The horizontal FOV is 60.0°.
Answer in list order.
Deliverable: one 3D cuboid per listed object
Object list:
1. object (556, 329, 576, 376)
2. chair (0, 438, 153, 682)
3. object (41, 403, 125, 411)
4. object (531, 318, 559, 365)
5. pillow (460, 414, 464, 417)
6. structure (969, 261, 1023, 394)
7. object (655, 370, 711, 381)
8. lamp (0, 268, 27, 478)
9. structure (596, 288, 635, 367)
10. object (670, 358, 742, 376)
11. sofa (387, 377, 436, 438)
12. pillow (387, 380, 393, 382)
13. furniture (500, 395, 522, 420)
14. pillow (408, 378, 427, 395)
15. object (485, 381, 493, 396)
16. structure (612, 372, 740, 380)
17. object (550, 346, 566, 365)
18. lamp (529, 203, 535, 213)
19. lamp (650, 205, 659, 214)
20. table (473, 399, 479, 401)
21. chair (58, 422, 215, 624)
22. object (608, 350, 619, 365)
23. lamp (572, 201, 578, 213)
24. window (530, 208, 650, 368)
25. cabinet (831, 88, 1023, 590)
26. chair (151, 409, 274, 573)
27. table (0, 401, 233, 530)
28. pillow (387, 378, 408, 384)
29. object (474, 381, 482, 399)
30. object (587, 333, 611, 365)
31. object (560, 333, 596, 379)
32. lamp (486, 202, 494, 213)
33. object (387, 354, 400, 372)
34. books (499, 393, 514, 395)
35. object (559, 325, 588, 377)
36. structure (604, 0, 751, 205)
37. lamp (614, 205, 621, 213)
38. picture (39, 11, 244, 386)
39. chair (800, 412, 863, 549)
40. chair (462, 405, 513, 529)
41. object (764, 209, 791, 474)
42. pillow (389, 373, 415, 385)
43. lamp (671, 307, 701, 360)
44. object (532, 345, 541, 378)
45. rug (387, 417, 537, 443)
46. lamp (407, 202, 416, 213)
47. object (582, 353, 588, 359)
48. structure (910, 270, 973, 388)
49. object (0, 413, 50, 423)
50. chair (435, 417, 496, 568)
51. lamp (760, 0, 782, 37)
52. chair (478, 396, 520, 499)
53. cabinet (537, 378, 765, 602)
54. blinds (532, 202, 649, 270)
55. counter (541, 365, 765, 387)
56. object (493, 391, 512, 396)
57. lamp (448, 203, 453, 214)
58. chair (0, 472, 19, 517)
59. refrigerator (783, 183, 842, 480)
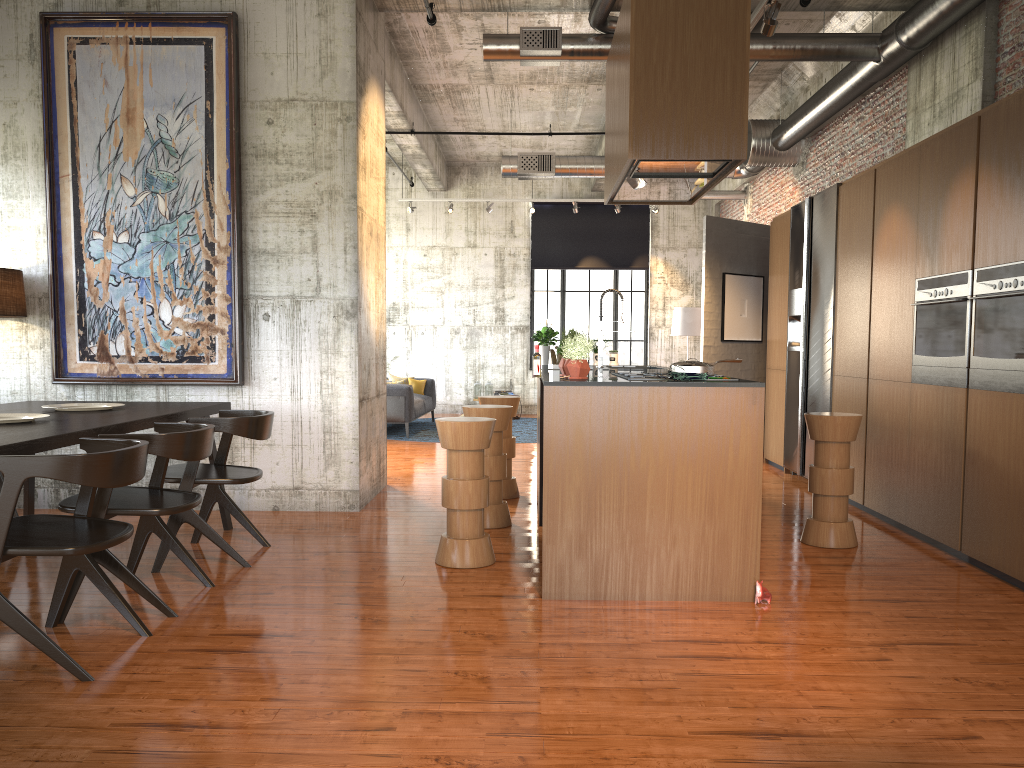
[{"bbox_3d":[0.385,-0.210,5.931,0.179,0.312,0.172,1,4,7],"label":"object"},{"bbox_3d":[-2.107,0.782,4.112,0.769,0.995,0.876,0,4,2],"label":"chair"},{"bbox_3d":[-2.989,0.162,6.192,0.526,0.025,0.526,1,3,11],"label":"object"},{"bbox_3d":[0.348,-0.445,9.192,0.268,0.503,0.303,4,5,43],"label":"object"},{"bbox_3d":[-0.726,0.614,17.211,0.503,0.248,0.480,-2,3,-33],"label":"pillow"},{"bbox_3d":[3.037,-0.349,5.494,0.079,0.796,0.858,0,3,1],"label":"structure"},{"bbox_3d":[0.991,-0.053,5.214,0.391,0.068,0.184,-2,4,-42],"label":"object"},{"bbox_3d":[-4.419,0.086,7.339,0.752,2.061,0.751,1,4,13],"label":"lamp"},{"bbox_3d":[0.988,-0.537,8.444,0.360,0.751,0.168,0,4,1],"label":"structure"},{"bbox_3d":[1.264,-0.108,5.704,0.330,0.121,0.728,2,3,36],"label":"object"},{"bbox_3d":[-2.168,0.360,15.330,1.362,0.863,2.998,0,3,3],"label":"sofa"},{"bbox_3d":[-2.089,0.096,14.414,0.364,0.315,0.170,0,4,-9],"label":"pillow"},{"bbox_3d":[-0.046,0.456,17.571,0.431,0.478,0.431,-3,5,-44],"label":"furniture"},{"bbox_3d":[-1.752,0.051,16.275,0.434,0.319,0.168,-1,4,-24],"label":"pillow"},{"bbox_3d":[-0.476,0.125,18.366,0.163,0.362,0.162,1,4,4],"label":"object"},{"bbox_3d":[1.049,-0.057,5.883,0.678,0.019,1.095,0,3,1],"label":"structure"},{"bbox_3d":[0.972,-0.177,18.327,0.727,1.299,0.455,1,4,13],"label":"object"},{"bbox_3d":[0.398,-3.477,17.555,0.102,0.211,0.260,0,3,-4],"label":"lamp"},{"bbox_3d":[2.826,-3.459,17.507,0.225,0.215,0.102,3,5,42],"label":"lamp"},{"bbox_3d":[-0.354,0.477,18.497,0.875,0.360,0.474,0,3,1],"label":"table"},{"bbox_3d":[-2.089,0.743,5.010,0.769,0.995,0.876,0,4,1],"label":"chair"},{"bbox_3d":[1.053,-0.271,9.196,0.107,0.158,0.107,3,5,36],"label":"object"},{"bbox_3d":[1.251,-3.473,17.485,0.102,0.252,0.165,2,4,26],"label":"lamp"},{"bbox_3d":[1.638,-1.998,18.739,2.579,3.443,0.050,0,4,1],"label":"window"},{"bbox_3d":[3.499,-0.290,5.939,0.860,3.051,5.331,0,3,1],"label":"cabinet"},{"bbox_3d":[-2.025,0.697,6.065,0.769,0.995,0.876,0,4,-3],"label":"chair"},{"bbox_3d":[-3.069,0.721,5.222,1.638,1.008,3.695,0,3,1],"label":"table"},{"bbox_3d":[-1.873,0.119,14.289,0.536,0.447,0.259,1,4,8],"label":"pillow"},{"bbox_3d":[-0.708,0.123,18.371,0.163,0.362,0.162,0,4,-1],"label":"object"},{"bbox_3d":[0.897,-0.384,9.213,0.305,0.382,0.361,3,4,35],"label":"object"},{"bbox_3d":[0.403,-0.175,5.450,0.221,0.284,0.210,1,4,9],"label":"object"},{"bbox_3d":[-0.445,-3.482,17.550,0.182,0.241,0.101,0,4,-4],"label":"lamp"},{"bbox_3d":[-2.032,-0.008,9.982,1.888,2.068,1.510,2,4,24],"label":"object"},{"bbox_3d":[-0.077,0.202,17.580,0.300,0.043,0.228,-1,3,-25],"label":"books"},{"bbox_3d":[0.386,-0.228,5.686,0.196,0.368,0.186,4,5,41],"label":"object"},{"bbox_3d":[1.004,-1.857,5.737,0.663,1.128,1.625,0,3,1],"label":"structure"},{"bbox_3d":[2.078,-3.467,17.471,0.165,0.252,0.102,-3,5,-44],"label":"lamp"},{"bbox_3d":[-3.128,-1.547,7.527,1.655,3.127,0.141,0,4,1],"label":"picture"},{"bbox_3d":[2.375,0.704,6.599,0.410,0.965,0.408,3,5,31],"label":"chair"},{"bbox_3d":[-0.202,0.662,7.219,0.409,0.965,0.410,-1,4,-20],"label":"chair"},{"bbox_3d":[3.594,-0.492,10.563,0.860,3.052,0.908,0,4,1],"label":"object"},{"bbox_3d":[-2.080,0.029,16.311,0.536,0.447,0.259,1,4,8],"label":"pillow"},{"bbox_3d":[3.589,-0.430,18.134,0.693,2.248,0.705,2,5,24],"label":"lamp"},{"bbox_3d":[0.156,-0.143,5.554,0.056,0.209,0.055,0,4,1],"label":"object"},{"bbox_3d":[-0.432,0.780,15.599,4.842,0.009,4.840,-2,3,-43],"label":"rug"},{"bbox_3d":[-1.997,-3.493,17.598,0.102,0.211,0.260,3,4,36],"label":"lamp"},{"bbox_3d":[0.695,-0.325,9.244,0.236,0.258,0.231,3,5,39],"label":"object"},{"bbox_3d":[3.056,-0.388,6.391,0.079,0.796,0.858,0,3,1],"label":"structure"},{"bbox_3d":[-3.009,0.205,5.206,0.526,0.025,0.526,1,3,11],"label":"object"},{"bbox_3d":[-0.313,0.717,5.962,0.409,0.965,0.410,-1,4,-20],"label":"chair"},{"bbox_3d":[1.770,-2.501,6.078,0.102,0.215,0.225,0,3,-3],"label":"lamp"},{"bbox_3d":[-0.125,0.604,8.560,0.409,0.965,0.410,-1,4,-20],"label":"chair"},{"bbox_3d":[0.843,0.541,7.227,1.245,1.246,4.351,0,3,1],"label":"cabinet"},{"bbox_3d":[1.636,-3.114,18.479,2.443,1.467,0.150,0,4,1],"label":"blinds"},{"bbox_3d":[0.847,-0.019,7.184,1.245,0.175,4.354,0,3,1],"label":"counter"},{"bbox_3d":[-0.193,0.224,18.451,0.423,0.153,0.381,0,3,1],"label":"object"},{"bbox_3d":[-1.217,-3.486,17.597,0.102,0.229,0.198,1,4,11],"label":"lamp"},{"bbox_3d":[-3.905,0.683,6.139,0.769,0.995,0.876,0,4,1],"label":"chair"},{"bbox_3d":[3.687,-0.432,9.351,1.211,3.057,1.514,0,4,1],"label":"refrigerator"}]
